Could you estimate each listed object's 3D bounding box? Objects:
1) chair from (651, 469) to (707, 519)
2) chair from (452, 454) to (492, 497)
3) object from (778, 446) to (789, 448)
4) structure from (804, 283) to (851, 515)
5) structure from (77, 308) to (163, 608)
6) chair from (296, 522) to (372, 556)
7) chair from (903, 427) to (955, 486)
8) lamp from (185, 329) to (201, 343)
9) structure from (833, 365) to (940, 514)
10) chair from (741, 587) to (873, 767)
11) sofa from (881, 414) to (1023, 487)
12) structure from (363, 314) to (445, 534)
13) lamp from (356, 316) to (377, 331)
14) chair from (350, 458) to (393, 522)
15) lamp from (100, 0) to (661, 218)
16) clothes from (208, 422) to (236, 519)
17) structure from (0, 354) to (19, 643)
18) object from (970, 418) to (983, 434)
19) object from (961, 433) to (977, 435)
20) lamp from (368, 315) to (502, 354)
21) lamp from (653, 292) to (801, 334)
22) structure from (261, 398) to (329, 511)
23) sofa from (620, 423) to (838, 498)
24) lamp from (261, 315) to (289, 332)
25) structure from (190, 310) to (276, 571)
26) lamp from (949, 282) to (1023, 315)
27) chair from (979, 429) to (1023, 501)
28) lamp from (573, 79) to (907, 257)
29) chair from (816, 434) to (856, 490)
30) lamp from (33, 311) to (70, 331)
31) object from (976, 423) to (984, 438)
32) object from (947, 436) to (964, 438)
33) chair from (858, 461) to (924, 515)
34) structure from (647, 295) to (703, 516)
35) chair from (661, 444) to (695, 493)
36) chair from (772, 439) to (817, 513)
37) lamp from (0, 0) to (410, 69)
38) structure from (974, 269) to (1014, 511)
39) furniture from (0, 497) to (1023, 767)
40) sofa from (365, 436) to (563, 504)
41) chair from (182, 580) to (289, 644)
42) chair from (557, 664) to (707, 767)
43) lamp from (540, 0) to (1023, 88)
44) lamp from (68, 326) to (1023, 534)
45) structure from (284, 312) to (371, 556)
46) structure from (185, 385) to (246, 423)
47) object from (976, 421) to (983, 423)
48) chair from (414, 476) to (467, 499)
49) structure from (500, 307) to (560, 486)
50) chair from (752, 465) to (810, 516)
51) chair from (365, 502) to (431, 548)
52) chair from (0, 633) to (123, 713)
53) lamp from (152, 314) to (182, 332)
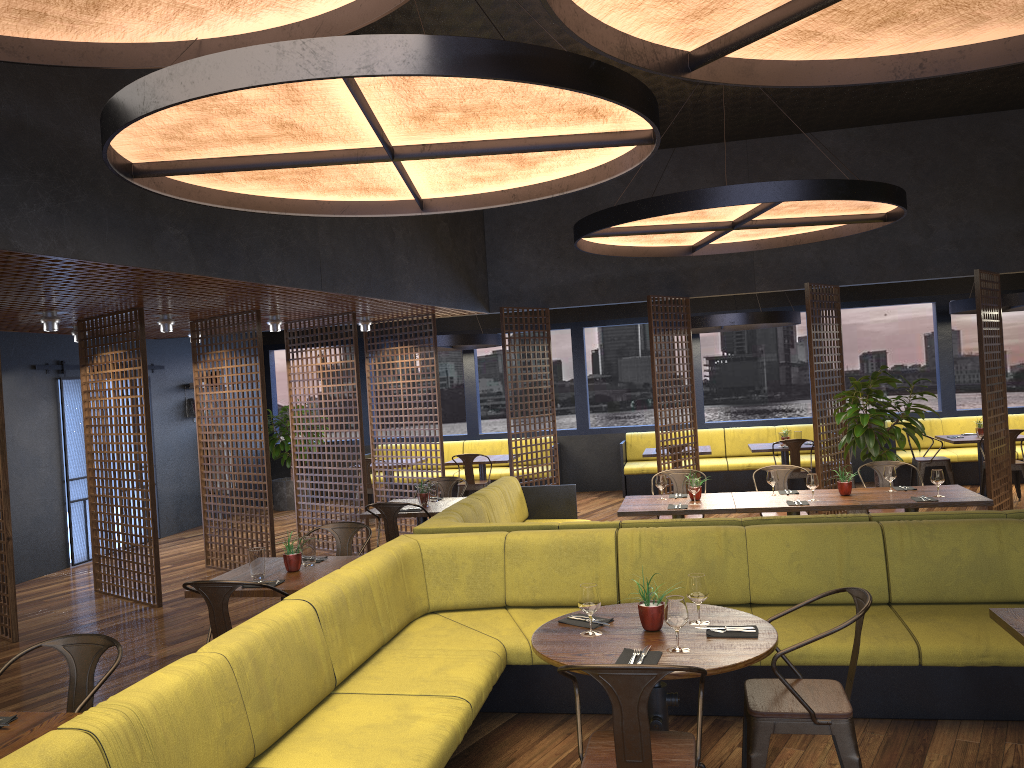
[{"bbox_3d":[1.536,1.257,8.054,0.504,0.917,0.541,-3,0,12],"label":"chair"},{"bbox_3d":[-0.510,1.364,11.851,0.504,0.917,0.541,-3,0,12],"label":"chair"},{"bbox_3d":[3.549,0.801,11.386,0.255,0.019,0.157,-3,0,11],"label":"object"},{"bbox_3d":[3.563,0.231,9.947,0.050,2.700,0.852,-3,0,42],"label":"structure"},{"bbox_3d":[-3.747,0.691,8.427,1.319,2.700,0.050,-3,0,42],"label":"structure"},{"bbox_3d":[-1.205,1.437,6.021,0.504,0.917,0.541,-3,0,12],"label":"chair"},{"bbox_3d":[5.346,1.004,11.397,0.541,0.917,0.504,-3,0,12],"label":"chair"},{"bbox_3d":[-3.896,-0.593,10.904,0.228,0.172,0.228,-3,0,12],"label":"lamp"},{"bbox_3d":[3.808,0.689,9.241,1.166,1.763,0.993,-4,0,-18],"label":"structure"},{"bbox_3d":[1.186,1.301,3.574,0.541,0.917,0.504,-3,0,12],"label":"chair"},{"bbox_3d":[6.880,0.907,12.371,3.061,0.914,0.966,-3,0,12],"label":"sofa"},{"bbox_3d":[-1.349,0.529,11.123,1.319,2.700,0.050,-3,0,42],"label":"structure"},{"bbox_3d":[-1.768,-0.724,10.667,0.228,0.172,0.228,-3,0,12],"label":"lamp"},{"bbox_3d":[-1.907,1.449,12.141,0.504,0.917,0.541,-3,0,12],"label":"chair"},{"bbox_3d":[-0.671,-1.877,4.657,2.778,1.475,2.778,-3,0,16],"label":"lamp"},{"bbox_3d":[-4.339,1.306,13.319,0.401,1.494,0.423,-4,0,8],"label":"clothes"},{"bbox_3d":[-4.546,0.745,7.529,1.319,2.700,0.050,-3,0,42],"label":"structure"},{"bbox_3d":[5.919,0.529,11.227,0.238,0.271,0.260,-3,0,33],"label":"object"},{"bbox_3d":[6.002,0.649,11.552,0.255,0.019,0.157,-3,0,11],"label":"object"},{"bbox_3d":[-1.184,-1.581,12.801,1.979,2.172,1.979,-3,0,18],"label":"lamp"},{"bbox_3d":[2.799,-1.824,11.973,1.979,2.172,1.979,-4,0,-33],"label":"lamp"},{"bbox_3d":[-3.516,1.117,14.443,1.166,1.763,0.993,-4,0,-18],"label":"structure"},{"bbox_3d":[3.176,1.133,13.140,3.061,0.914,0.966,-3,0,12],"label":"sofa"},{"bbox_3d":[-2.611,-0.667,9.764,0.228,0.172,0.228,-3,0,12],"label":"lamp"},{"bbox_3d":[-2.948,0.637,9.326,1.319,2.700,0.050,-3,0,42],"label":"structure"},{"bbox_3d":[6.560,-2.055,11.191,1.979,2.172,1.979,-4,0,-3],"label":"lamp"},{"bbox_3d":[5.859,0.976,10.527,0.504,0.917,0.541,-3,0,12],"label":"chair"},{"bbox_3d":[1.889,-2.051,7.742,2.778,1.475,2.778,-3,0,12],"label":"lamp"},{"bbox_3d":[4.243,1.071,11.565,0.541,0.917,0.504,-3,0,12],"label":"chair"},{"bbox_3d":[-4.145,-0.563,7.963,0.228,0.172,0.228,-3,0,12],"label":"lamp"},{"bbox_3d":[5.851,0.580,11.066,0.102,0.178,0.102,-4,0,-3],"label":"object"},{"bbox_3d":[5.648,0.672,11.312,0.157,0.019,0.255,-3,0,11],"label":"object"},{"bbox_3d":[3.302,1.149,7.687,0.504,0.917,0.541,-3,0,12],"label":"chair"},{"bbox_3d":[1.901,0.332,10.293,0.050,2.700,0.852,-3,0,42],"label":"structure"},{"bbox_3d":[2.112,1.205,11.306,0.504,0.917,0.541,-3,0,12],"label":"chair"},{"bbox_3d":[3.510,1.119,11.016,0.504,0.917,0.541,-3,0,12],"label":"chair"},{"bbox_3d":[-1.531,-1.991,2.584,2.778,1.159,2.778,-4,0,-28],"label":"lamp"},{"bbox_3d":[5.224,0.129,9.602,0.050,2.700,0.852,-3,0,42],"label":"structure"},{"bbox_3d":[1.148,1.302,4.478,4.895,0.914,7.462,-4,0,7],"label":"furniture"},{"bbox_3d":[-0.805,1.376,13.968,3.061,0.914,0.966,-3,0,12],"label":"sofa"},{"bbox_3d":[-1.458,1.458,4.800,0.504,0.917,0.541,-3,0,12],"label":"chair"},{"bbox_3d":[0.446,1.349,3.095,0.504,0.917,0.541,-3,0,12],"label":"chair"},{"bbox_3d":[1.383,-1.993,2.369,2.778,1.475,2.778,-4,0,-29],"label":"lamp"},{"bbox_3d":[-0.537,0.491,7.272,9.057,2.714,3.017,-3,0,12],"label":"lamp"},{"bbox_3d":[-2.148,0.583,10.224,1.319,2.700,0.050,-3,0,42],"label":"structure"},{"bbox_3d":[-4.427,0.289,13.339,0.293,0.563,1.220,-3,0,12],"label":"structure"},{"bbox_3d":[6.015,0.569,11.386,0.102,0.178,0.102,-4,0,-3],"label":"object"},{"bbox_3d":[-0.683,1.391,8.657,0.504,0.917,0.541,-3,0,12],"label":"chair"},{"bbox_3d":[0.240,0.433,10.638,0.050,2.700,0.852,-3,0,42],"label":"structure"},{"bbox_3d":[2.422,1.203,7.870,0.504,0.917,0.541,-3,0,12],"label":"chair"},{"bbox_3d":[-0.931,1.413,7.456,0.504,0.917,0.541,-3,0,12],"label":"chair"},{"bbox_3d":[-1.766,1.485,3.381,0.504,0.917,0.541,-3,0,12],"label":"chair"},{"bbox_3d":[-3.468,-0.609,8.893,0.228,0.172,0.228,-3,0,12],"label":"lamp"}]
